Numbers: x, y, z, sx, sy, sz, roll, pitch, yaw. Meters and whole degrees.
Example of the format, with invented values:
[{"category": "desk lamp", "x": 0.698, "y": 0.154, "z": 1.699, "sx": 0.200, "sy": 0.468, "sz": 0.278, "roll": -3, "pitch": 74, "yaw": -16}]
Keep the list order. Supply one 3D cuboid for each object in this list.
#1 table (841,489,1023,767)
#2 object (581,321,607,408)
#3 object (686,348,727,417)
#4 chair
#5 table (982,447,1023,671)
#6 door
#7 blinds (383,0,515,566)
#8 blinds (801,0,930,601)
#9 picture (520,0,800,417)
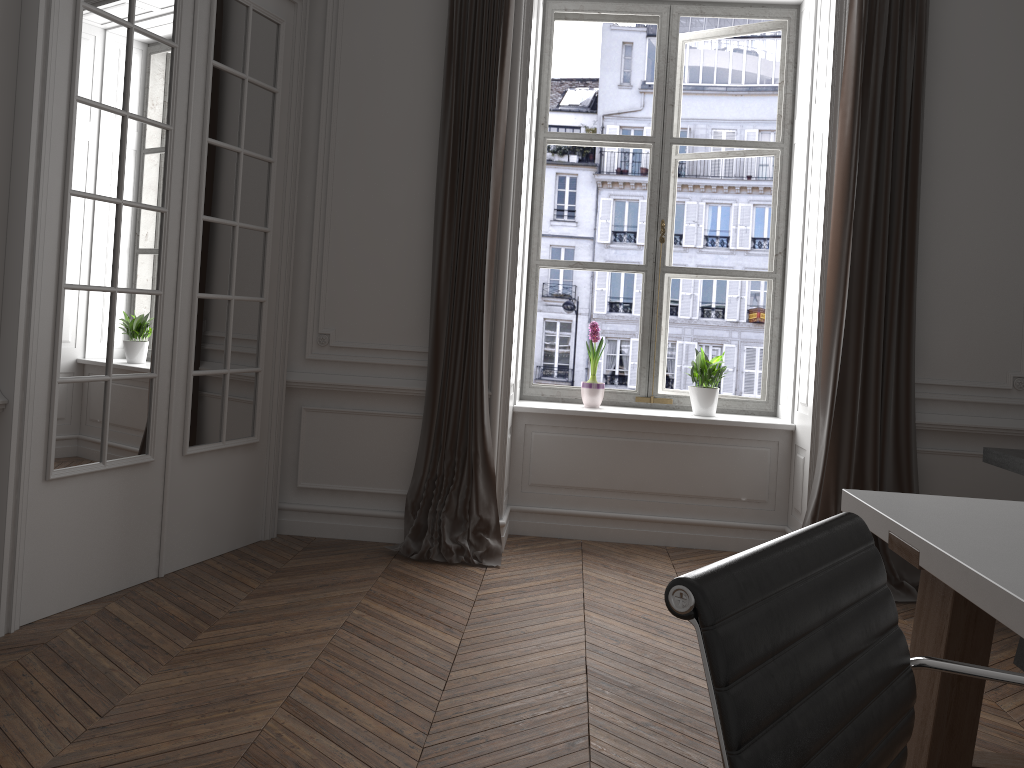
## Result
[{"category": "table", "x": 1.222, "y": 0.775, "z": 1.038, "sx": 0.900, "sy": 0.748, "sz": 2.626, "roll": 4, "pitch": 4, "yaw": 4}, {"category": "object", "x": 0.455, "y": -0.108, "z": 4.886, "sx": 0.128, "sy": 0.476, "sz": 0.129, "roll": 4, "pitch": 0, "yaw": -36}, {"category": "object", "x": 1.060, "y": -0.014, "z": 4.804, "sx": 0.214, "sy": 0.369, "sz": 0.285, "roll": 3, "pitch": 1, "yaw": -18}, {"category": "chair", "x": 0.489, "y": 0.661, "z": 0.820, "sx": 0.669, "sy": 0.924, "sz": 0.692, "roll": 4, "pitch": 1, "yaw": 30}, {"category": "table", "x": 2.240, "y": 0.680, "z": 3.175, "sx": 0.767, "sy": 0.750, "sz": 0.768, "roll": 4, "pitch": 2, "yaw": 4}, {"category": "door", "x": -1.389, "y": -0.560, "z": 3.674, "sx": 0.086, "sy": 2.738, "sz": 1.563, "roll": 3, "pitch": 1, "yaw": 19}, {"category": "blinds", "x": -0.228, "y": -0.734, "z": 4.239, "sx": 0.581, "sy": 3.105, "sz": 0.309, "roll": 3, "pitch": 0, "yaw": 9}, {"category": "blinds", "x": 1.695, "y": -0.607, "z": 4.068, "sx": 0.777, "sy": 3.104, "sz": 0.342, "roll": 3, "pitch": 0, "yaw": -2}, {"category": "picture", "x": 0.704, "y": -1.090, "z": 1.316, "sx": 13.196, "sy": 4.806, "sz": 13.264, "roll": 3, "pitch": 4, "yaw": -4}]
